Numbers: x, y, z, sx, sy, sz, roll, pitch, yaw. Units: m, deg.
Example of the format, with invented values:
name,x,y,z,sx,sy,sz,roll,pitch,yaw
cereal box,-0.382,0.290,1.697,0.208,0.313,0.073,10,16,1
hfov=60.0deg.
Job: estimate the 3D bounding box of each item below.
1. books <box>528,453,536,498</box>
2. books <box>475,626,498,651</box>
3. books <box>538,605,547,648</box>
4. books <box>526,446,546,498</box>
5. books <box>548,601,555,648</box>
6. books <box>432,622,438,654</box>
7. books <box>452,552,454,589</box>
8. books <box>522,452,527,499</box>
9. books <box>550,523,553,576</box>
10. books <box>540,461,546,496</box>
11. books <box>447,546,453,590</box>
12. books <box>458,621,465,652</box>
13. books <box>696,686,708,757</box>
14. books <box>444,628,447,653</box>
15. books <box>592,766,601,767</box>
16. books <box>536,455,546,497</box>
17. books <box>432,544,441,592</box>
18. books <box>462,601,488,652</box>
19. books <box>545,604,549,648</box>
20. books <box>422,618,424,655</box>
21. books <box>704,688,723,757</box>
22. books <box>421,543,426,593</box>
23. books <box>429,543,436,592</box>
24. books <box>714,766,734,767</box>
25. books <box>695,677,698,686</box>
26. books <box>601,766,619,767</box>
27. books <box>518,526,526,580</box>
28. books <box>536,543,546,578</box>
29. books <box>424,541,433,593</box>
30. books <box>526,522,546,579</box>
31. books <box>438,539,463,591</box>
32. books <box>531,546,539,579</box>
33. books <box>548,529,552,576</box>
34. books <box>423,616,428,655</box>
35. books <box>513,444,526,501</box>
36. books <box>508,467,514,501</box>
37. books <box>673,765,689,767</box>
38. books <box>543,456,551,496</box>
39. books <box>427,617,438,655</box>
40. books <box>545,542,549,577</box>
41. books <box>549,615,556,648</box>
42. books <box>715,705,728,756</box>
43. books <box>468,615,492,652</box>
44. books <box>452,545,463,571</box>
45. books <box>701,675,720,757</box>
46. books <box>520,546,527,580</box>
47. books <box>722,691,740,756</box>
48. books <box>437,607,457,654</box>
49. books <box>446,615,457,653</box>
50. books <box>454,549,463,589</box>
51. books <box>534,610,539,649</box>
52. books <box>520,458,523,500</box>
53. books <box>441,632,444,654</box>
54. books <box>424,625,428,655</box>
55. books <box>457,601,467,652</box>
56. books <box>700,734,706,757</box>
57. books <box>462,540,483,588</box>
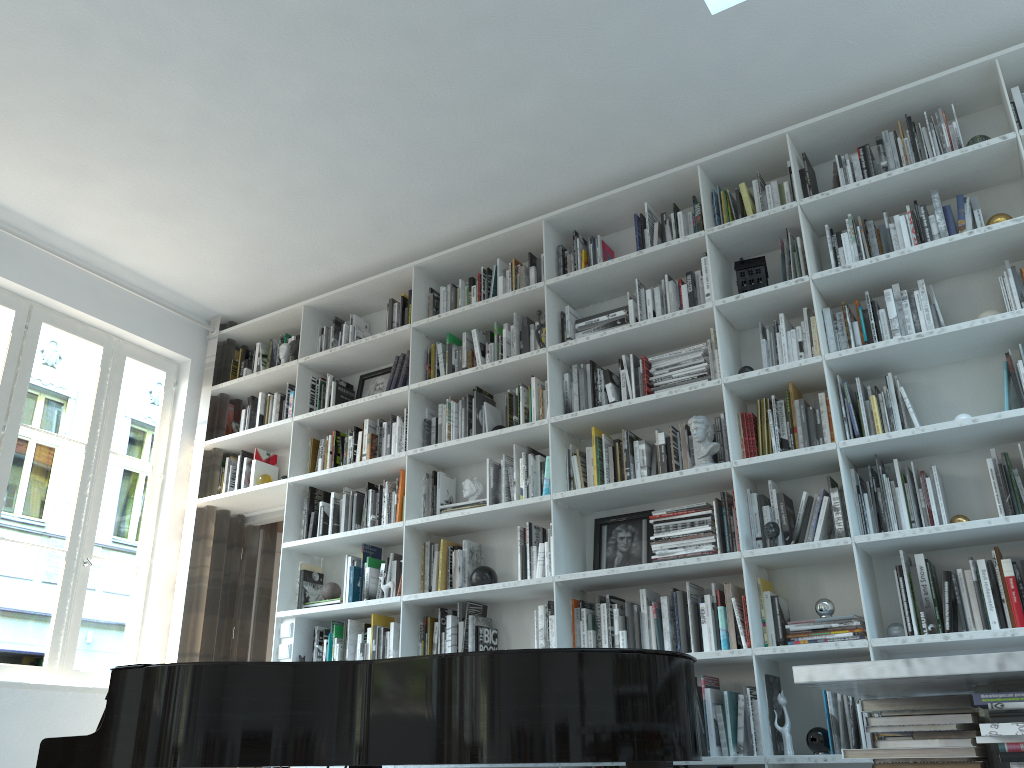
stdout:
name,x,y,z,sx,sy,sz,roll,pitch,yaw
books,0.135,0.483,4.294,0.023,0.258,0.171,-14,-26,29
books,-0.120,1.253,4.167,0.023,0.211,0.160,-14,-26,29
books,0.173,1.146,3.999,0.027,0.268,0.159,-14,-26,29
books,0.120,0.468,4.309,0.011,0.299,0.179,-14,-26,29
books,0.204,1.133,3.997,0.014,0.289,0.132,-14,-26,29
books,-0.326,1.285,4.280,0.042,0.247,0.163,-14,-26,29
books,-0.238,0.944,4.362,0.011,0.207,0.180,-14,-26,29
books,0.105,0.484,4.301,0.012,0.264,0.193,-14,-26,29
books,0.235,0.793,4.104,0.027,0.268,0.179,-14,-26,29
books,0.186,0.499,4.280,0.026,0.218,0.150,-14,-26,29
books,-0.270,0.938,4.392,0.014,0.242,0.153,-14,-26,29
books,-0.205,1.263,4.224,0.029,0.240,0.136,-14,-26,29
books,0.764,1.325,3.484,0.066,0.259,0.133,-14,-26,29
books,-0.267,1.284,4.239,0.021,0.214,0.172,-14,-26,29
books,0.373,1.733,3.638,0.014,0.338,0.140,-14,-26,29
books,0.165,0.487,4.298,0.022,0.255,0.152,-14,-26,29
books,-0.337,0.945,4.430,0.036,0.262,0.167,-14,-26,29
books,-0.181,1.209,4.209,0.050,0.326,0.167,-14,-26,29
books,0.196,1.143,4.003,0.010,0.276,0.156,-14,-26,29
books,-0.390,1.294,4.335,0.013,0.274,0.147,-14,-26,29
books,0.798,1.310,3.429,0.022,0.243,0.180,-14,-26,29
books,-0.405,0.957,4.485,0.012,0.284,0.160,-14,-26,29
books,-0.360,0.948,4.453,0.026,0.274,0.155,-14,-26,29
books,0.818,1.617,3.354,0.013,0.315,0.187,-14,-26,29
books,0.703,1.307,3.494,0.013,0.301,0.182,-14,-26,29
books,0.409,1.721,3.608,0.012,0.335,0.144,-14,-26,29
books,0.075,0.829,4.203,0.012,0.284,0.160,-14,-26,29
books,0.169,0.847,4.126,0.057,0.188,0.156,-14,-26,29
books,-0.384,0.948,4.463,0.025,0.283,0.146,-14,-26,29
books,0.118,0.814,4.185,0.012,0.297,0.166,-14,-26,29
books,-0.299,0.921,4.391,0.026,0.273,0.190,-14,-26,29
books,0.141,0.865,4.158,0.030,0.182,0.155,-14,-26,29
books,0.215,0.807,4.104,0.012,0.243,0.171,-14,-26,29
books,-0.384,1.285,4.323,0.013,0.282,0.147,-14,-26,29
books,0.058,0.473,4.356,0.010,0.328,0.174,-14,-26,29
books,0.039,0.531,4.356,0.048,0.224,0.150,-14,-26,29
books,0.663,1.652,3.452,0.014,0.334,0.183,-14,-26,29
books,0.210,0.478,4.242,0.060,0.226,0.179,-14,-26,29
books,-0.354,1.277,4.291,0.012,0.271,0.182,-14,-26,29
books,0.206,0.840,4.110,0.024,0.187,0.173,-14,-26,29
books,0.218,1.157,3.966,0.029,0.220,0.153,-14,-26,29
books,0.833,1.338,3.418,0.036,0.182,0.146,-14,-26,29
books,-0.149,1.231,4.176,0.027,0.260,0.164,-14,-26,29
books,-0.244,0.937,4.395,0.028,0.246,0.143,-14,-26,29
books,0.785,1.293,3.450,0.015,0.292,0.170,-14,-26,29
books,0.090,0.869,4.171,0.025,0.185,0.154,-14,-26,29
books,0.856,1.307,3.409,0.024,0.231,0.146,-14,-26,29
books,-0.304,1.248,4.278,0.014,0.312,0.166,-14,-26,29
books,-0.249,1.253,4.236,0.027,0.268,0.185,-14,-26,29
books,-0.224,0.935,4.352,0.028,0.215,0.175,-14,-26,29
books,0.149,1.164,4.021,0.012,0.253,0.161,-14,-26,29
books,0.094,0.500,4.315,0.028,0.246,0.170,-14,-26,29
books,-0.284,1.300,4.250,0.024,0.195,0.157,-14,-26,29
books,-0.367,1.299,4.301,0.030,0.238,0.157,-14,-26,29
books,-0.219,1.225,4.259,0.013,0.337,0.138,-14,-26,29
books,0.719,1.357,3.460,0.025,0.184,0.171,-14,-26,29
books,-0.192,0.911,4.359,0.028,0.264,0.145,-14,-26,29
